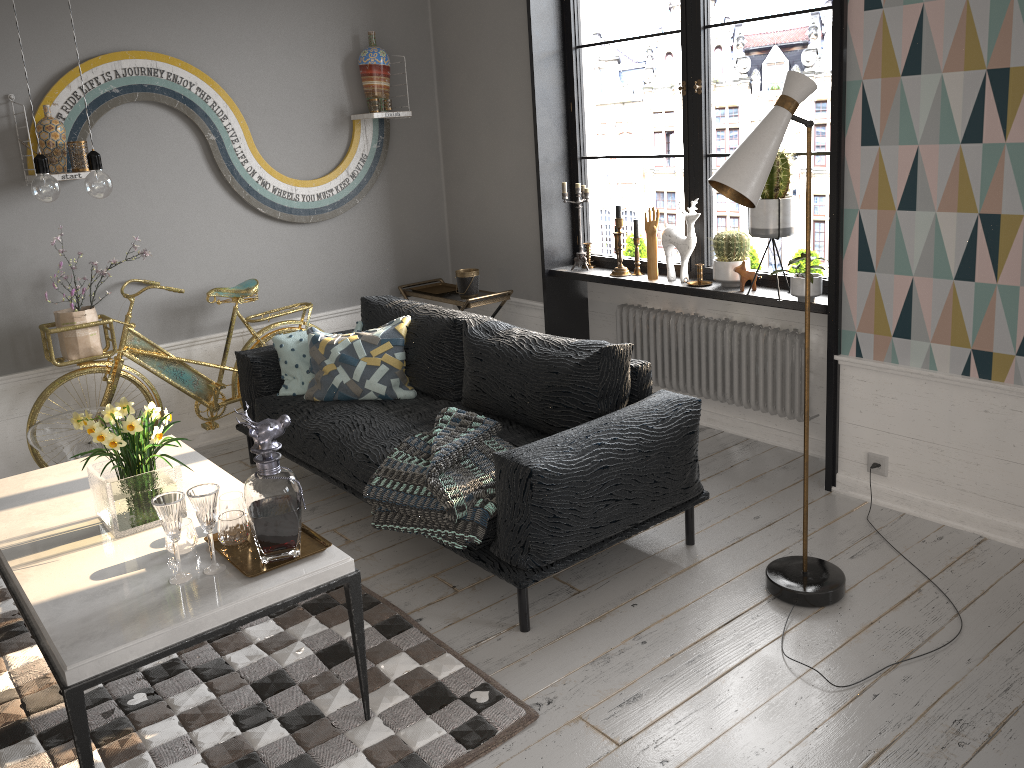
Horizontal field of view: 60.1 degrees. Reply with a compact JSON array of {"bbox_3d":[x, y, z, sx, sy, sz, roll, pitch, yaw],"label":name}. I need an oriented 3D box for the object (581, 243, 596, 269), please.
[{"bbox_3d":[0.426,-0.723,4.931,0.085,0.149,0.085,-13,16,-33],"label":"object"}]

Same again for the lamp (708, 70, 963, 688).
[{"bbox_3d":[1.183,-0.142,2.839,1.257,1.677,0.684,-15,18,-39],"label":"lamp"}]

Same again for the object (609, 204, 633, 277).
[{"bbox_3d":[0.562,-0.752,4.609,0.124,0.370,0.124,-12,16,-33],"label":"object"}]

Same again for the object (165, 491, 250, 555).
[{"bbox_3d":[-0.797,0.403,2.484,0.247,0.086,0.283,5,18,28],"label":"object"}]

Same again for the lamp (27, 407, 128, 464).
[{"bbox_3d":[-1.967,0.347,4.084,0.433,0.431,0.439,-6,15,-7],"label":"lamp"}]

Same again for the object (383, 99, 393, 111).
[{"bbox_3d":[-0.706,-1.585,5.027,0.050,0.057,0.050,9,19,40],"label":"object"}]

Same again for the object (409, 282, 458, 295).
[{"bbox_3d":[-0.442,-0.578,5.382,0.249,0.015,0.321,-16,20,-36],"label":"object"}]

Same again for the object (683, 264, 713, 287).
[{"bbox_3d":[0.899,-0.523,4.236,0.123,0.097,0.124,-8,16,-15],"label":"object"}]

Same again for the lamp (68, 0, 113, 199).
[{"bbox_3d":[-1.450,-1.074,1.758,0.074,1.513,1.417,1,15,20],"label":"lamp"}]

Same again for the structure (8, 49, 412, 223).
[{"bbox_3d":[-1.424,-1.265,4.613,2.039,0.941,0.269,-16,18,-37],"label":"structure"}]

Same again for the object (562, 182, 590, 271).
[{"bbox_3d":[0.353,-0.866,4.845,0.145,0.483,0.164,-4,13,-2],"label":"object"}]

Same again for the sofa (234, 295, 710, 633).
[{"bbox_3d":[-0.348,0.138,3.849,0.978,0.785,2.359,-15,20,-37],"label":"sofa"}]

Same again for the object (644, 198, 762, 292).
[{"bbox_3d":[0.889,-0.671,4.217,0.135,0.403,0.668,-13,18,-35],"label":"object"}]

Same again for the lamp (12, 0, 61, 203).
[{"bbox_3d":[-1.584,-1.057,1.729,0.074,1.513,1.417,1,15,20],"label":"lamp"}]

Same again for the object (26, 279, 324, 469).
[{"bbox_3d":[-1.623,-0.087,4.565,0.428,0.955,1.643,8,20,41],"label":"object"}]

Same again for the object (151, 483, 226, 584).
[{"bbox_3d":[-0.827,0.388,2.286,0.168,0.223,0.083,-11,15,-26],"label":"object"}]

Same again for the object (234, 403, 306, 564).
[{"bbox_3d":[-0.638,0.257,2.351,0.156,0.411,0.150,-8,14,-18],"label":"object"}]

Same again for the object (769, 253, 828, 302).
[{"bbox_3d":[1.223,-0.445,3.709,0.248,0.200,0.172,-14,18,-35],"label":"object"}]

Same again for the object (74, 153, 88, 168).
[{"bbox_3d":[-2.027,-1.044,4.170,0.062,0.080,0.063,4,16,27],"label":"object"}]

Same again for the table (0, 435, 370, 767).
[{"bbox_3d":[-1.132,0.652,2.743,0.738,0.503,1.467,-15,20,-36],"label":"table"}]

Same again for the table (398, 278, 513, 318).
[{"bbox_3d":[-0.327,-0.248,5.333,0.342,0.669,0.748,-14,18,-37],"label":"table"}]

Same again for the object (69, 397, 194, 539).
[{"bbox_3d":[-1.136,0.234,2.659,0.327,0.346,0.355,-14,18,-35],"label":"object"}]

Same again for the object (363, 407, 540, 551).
[{"bbox_3d":[-0.191,0.338,3.214,0.495,0.324,0.671,-17,21,-41],"label":"object"}]

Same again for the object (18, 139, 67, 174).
[{"bbox_3d":[-2.104,-1.025,3.987,0.197,0.163,0.061,-5,13,-4],"label":"object"}]

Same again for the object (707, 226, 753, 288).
[{"bbox_3d":[1.027,-0.598,4.138,0.235,0.279,0.216,3,16,25],"label":"object"}]

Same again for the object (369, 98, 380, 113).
[{"bbox_3d":[-0.779,-1.576,5.012,0.060,0.078,0.060,8,18,39],"label":"object"}]

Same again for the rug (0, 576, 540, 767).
[{"bbox_3d":[-1.381,0.877,2.874,1.784,0.033,2.547,-16,20,-36],"label":"rug"}]

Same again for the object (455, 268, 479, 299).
[{"bbox_3d":[-0.254,-0.572,5.071,0.141,0.158,0.140,-4,14,0],"label":"object"}]

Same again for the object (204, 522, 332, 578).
[{"bbox_3d":[-0.674,0.440,2.437,0.249,0.015,0.321,-16,20,-36],"label":"object"}]

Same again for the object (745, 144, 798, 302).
[{"bbox_3d":[1.120,-0.706,3.806,0.236,0.660,0.232,2,14,22],"label":"object"}]

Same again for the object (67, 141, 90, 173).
[{"bbox_3d":[-1.999,-1.051,4.089,0.086,0.137,0.086,9,19,43],"label":"object"}]

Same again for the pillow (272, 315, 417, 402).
[{"bbox_3d":[-0.791,-0.136,4.254,0.801,0.356,0.449,7,18,33],"label":"pillow"}]

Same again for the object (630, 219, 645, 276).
[{"bbox_3d":[0.648,-0.715,4.593,0.076,0.296,0.077,-5,13,-7],"label":"object"}]

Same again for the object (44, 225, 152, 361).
[{"bbox_3d":[-1.950,-0.450,4.201,0.489,0.631,0.256,-9,14,-20],"label":"object"}]

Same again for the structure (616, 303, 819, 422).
[{"bbox_3d":[0.989,-0.133,4.493,0.150,0.421,1.232,-14,19,-38],"label":"structure"}]
